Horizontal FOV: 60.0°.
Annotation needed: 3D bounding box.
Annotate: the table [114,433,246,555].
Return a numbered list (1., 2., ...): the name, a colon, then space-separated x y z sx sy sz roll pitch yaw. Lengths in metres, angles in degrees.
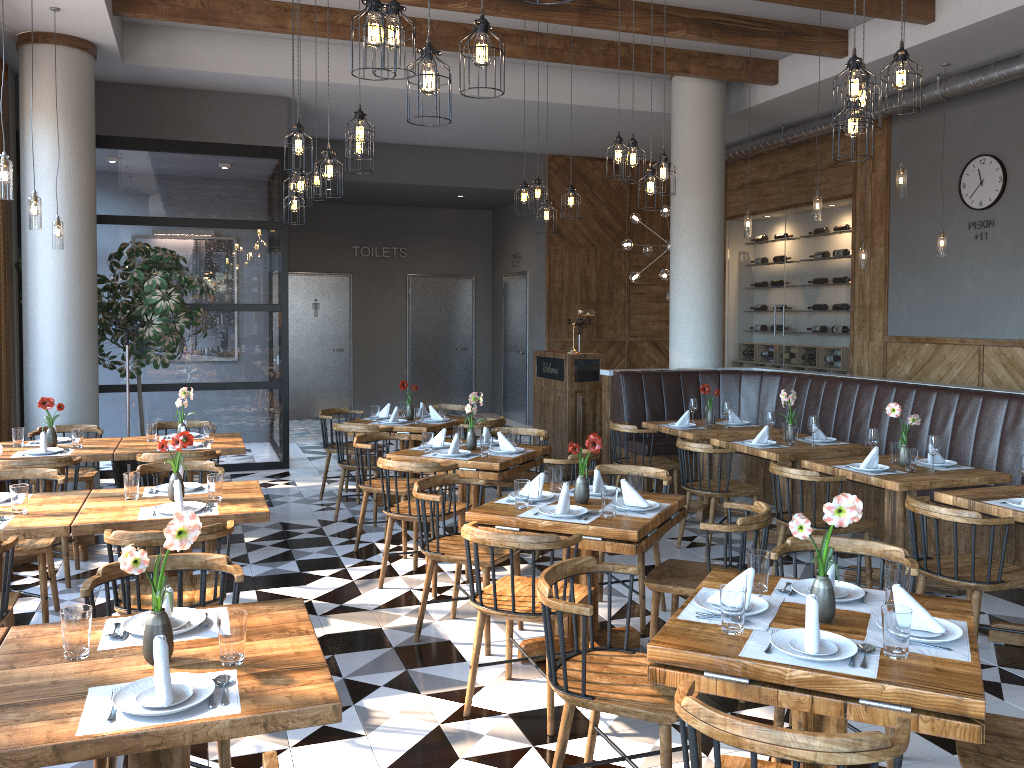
1. table: -2.416 0.806 6.502 0.850 0.763 0.852 -1 4 -20

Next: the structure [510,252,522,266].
1. structure: 0.068 -2.002 14.244 0.025 0.196 0.566 -1 4 -20

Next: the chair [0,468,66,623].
1. chair: -2.713 0.909 4.803 0.519 0.816 0.550 -1 3 -20

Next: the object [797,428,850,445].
1. object: 2.306 0.361 6.625 0.272 0.137 0.352 -1 4 -19

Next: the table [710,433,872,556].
1. table: 2.058 0.816 6.554 0.850 0.763 0.852 -1 4 -20

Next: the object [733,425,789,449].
1. object: 1.808 0.372 6.457 0.272 0.137 0.352 -1 4 -19

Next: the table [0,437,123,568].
1. table: -3.223 0.826 6.214 0.850 0.763 0.852 -1 4 -20

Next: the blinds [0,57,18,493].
1. blinds: -3.118 -0.651 4.165 0.160 3.575 7.280 -1 4 -20

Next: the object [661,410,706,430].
1. object: 1.439 0.292 7.491 0.272 0.137 0.352 -1 4 -19

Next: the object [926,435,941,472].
1. object: 2.541 0.420 5.348 0.081 0.215 0.081 2 3 34

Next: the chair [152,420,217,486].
1. chair: -2.643 0.732 7.116 0.519 0.816 0.550 -1 3 -20

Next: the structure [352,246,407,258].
1. structure: -2.203 -2.196 14.743 0.916 0.165 0.035 -1 2 -20

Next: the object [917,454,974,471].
1. object: 2.678 0.442 5.581 0.272 0.137 0.352 -1 4 -19

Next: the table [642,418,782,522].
1. table: 1.687 0.735 7.593 0.850 0.763 0.852 -1 4 -20

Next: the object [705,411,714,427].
1. object: 1.664 0.297 7.463 0.080 0.132 0.080 -2 3 -35

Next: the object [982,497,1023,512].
1. object: 2.558 0.536 4.356 0.272 0.137 0.352 -1 4 -19

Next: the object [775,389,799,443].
1. object: 2.035 0.235 6.542 0.146 0.399 0.207 0 3 -12

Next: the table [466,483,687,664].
1. table: 0.343 0.974 4.423 0.864 0.762 0.865 2 4 25

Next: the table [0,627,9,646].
1. table: -1.759 1.145 2.113 0.850 0.763 0.852 -1 4 -20

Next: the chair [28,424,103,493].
1. chair: -3.438 0.751 6.832 0.519 0.816 0.550 -1 3 -20

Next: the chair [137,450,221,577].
1. chair: -2.205 0.827 5.887 0.519 0.816 0.550 -1 3 -20

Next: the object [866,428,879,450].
1. object: 2.308 0.394 5.675 0.081 0.215 0.081 2 3 34

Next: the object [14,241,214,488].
1. object: -3.806 -0.266 8.498 1.635 2.588 1.381 -2 3 -36

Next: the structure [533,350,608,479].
1. structure: 0.691 0.293 9.819 0.645 1.298 1.047 -1 3 -20

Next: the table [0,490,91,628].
1. table: -2.498 0.984 4.185 0.850 0.763 0.852 -1 4 -20

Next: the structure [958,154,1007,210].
1. structure: 4.795 -2.056 9.038 0.046 0.559 0.561 -1 3 -20

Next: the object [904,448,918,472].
1. object: 2.414 0.460 5.362 0.080 0.132 0.080 -1 3 -15

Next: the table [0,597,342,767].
1. table: -0.952 1.125 2.400 0.850 0.763 0.852 -1 4 -20

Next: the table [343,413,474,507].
1. table: -0.914 0.700 7.943 0.864 0.762 0.865 2 4 25

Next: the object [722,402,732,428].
1. object: 1.800 0.259 7.423 0.081 0.215 0.081 1 2 11

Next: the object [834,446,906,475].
1. object: 2.181 0.453 5.413 0.272 0.137 0.352 -1 4 -19

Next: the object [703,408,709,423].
1. object: 1.704 0.277 7.726 0.080 0.132 0.080 -1 3 -20

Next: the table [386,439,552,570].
1. table: -0.282 0.838 6.174 0.864 0.762 0.865 2 4 25

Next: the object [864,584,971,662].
1. object: 1.193 0.666 2.605 0.272 0.137 0.353 2 4 25

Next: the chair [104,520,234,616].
1. chair: -1.480 0.985 3.857 0.519 0.816 0.550 -1 3 -20

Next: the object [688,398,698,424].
1. object: 1.577 0.235 7.724 0.081 0.215 0.081 -1 3 -28

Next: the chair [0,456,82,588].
1. chair: -2.999 0.847 5.603 0.519 0.816 0.550 -1 3 -20

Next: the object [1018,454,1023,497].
1. object: 2.686 0.477 4.618 0.081 0.215 0.081 0 2 -11

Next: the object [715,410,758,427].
1. object: 1.937 0.280 7.659 0.272 0.137 0.352 -1 4 -19

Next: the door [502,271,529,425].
1. door: 0.033 -0.603 14.328 0.114 2.390 1.208 -1 3 -20

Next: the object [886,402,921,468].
1. object: 2.430 0.314 5.518 0.206 0.399 0.146 -1 2 -17

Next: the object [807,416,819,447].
1. object: 2.171 0.340 6.384 0.081 0.215 0.081 1 2 11

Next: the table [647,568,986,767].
1. table: 0.947 1.106 2.729 0.864 0.762 0.865 2 4 25

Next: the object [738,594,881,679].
1. object: 0.837 0.675 2.475 0.352 0.137 0.272 2 4 25

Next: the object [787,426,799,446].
1. object: 2.035 0.378 6.424 0.080 0.132 0.080 -2 3 -35

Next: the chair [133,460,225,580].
1. chair: -1.919 0.890 5.086 0.519 0.816 0.550 -1 3 -20

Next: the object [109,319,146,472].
1. object: -3.394 0.254 7.835 0.374 1.656 0.375 0 2 3

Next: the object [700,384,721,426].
1. object: 1.683 0.176 7.585 0.156 0.354 0.171 -1 3 -26

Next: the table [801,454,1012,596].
1. table: 2.424 0.896 5.528 0.850 0.763 0.852 -1 4 -20

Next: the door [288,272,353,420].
1. door: -3.193 -0.621 14.433 1.207 2.390 0.114 -1 2 -20

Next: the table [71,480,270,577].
1. table: -1.692 0.964 4.473 0.850 0.763 0.852 -1 4 -20

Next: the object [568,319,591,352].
1. object: 0.981 -0.124 12.937 0.374 1.656 0.375 0 2 3

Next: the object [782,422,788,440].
1. object: 2.075 0.358 6.687 0.080 0.132 0.080 -1 3 -20

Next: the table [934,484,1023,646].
1. table: 2.795 0.977 4.489 0.850 0.763 0.852 -1 4 -20

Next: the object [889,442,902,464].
1. object: 2.445 0.438 5.651 0.080 0.132 0.080 -1 3 -20

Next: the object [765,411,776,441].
1. object: 1.947 0.316 6.685 0.081 0.215 0.081 -1 3 -28

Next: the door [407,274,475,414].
1. door: -1.202 -0.669 15.144 1.207 2.390 0.114 -1 2 -20

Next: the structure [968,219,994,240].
1. structure: 4.802 -1.571 9.069 0.021 0.197 0.306 -1 4 -20
